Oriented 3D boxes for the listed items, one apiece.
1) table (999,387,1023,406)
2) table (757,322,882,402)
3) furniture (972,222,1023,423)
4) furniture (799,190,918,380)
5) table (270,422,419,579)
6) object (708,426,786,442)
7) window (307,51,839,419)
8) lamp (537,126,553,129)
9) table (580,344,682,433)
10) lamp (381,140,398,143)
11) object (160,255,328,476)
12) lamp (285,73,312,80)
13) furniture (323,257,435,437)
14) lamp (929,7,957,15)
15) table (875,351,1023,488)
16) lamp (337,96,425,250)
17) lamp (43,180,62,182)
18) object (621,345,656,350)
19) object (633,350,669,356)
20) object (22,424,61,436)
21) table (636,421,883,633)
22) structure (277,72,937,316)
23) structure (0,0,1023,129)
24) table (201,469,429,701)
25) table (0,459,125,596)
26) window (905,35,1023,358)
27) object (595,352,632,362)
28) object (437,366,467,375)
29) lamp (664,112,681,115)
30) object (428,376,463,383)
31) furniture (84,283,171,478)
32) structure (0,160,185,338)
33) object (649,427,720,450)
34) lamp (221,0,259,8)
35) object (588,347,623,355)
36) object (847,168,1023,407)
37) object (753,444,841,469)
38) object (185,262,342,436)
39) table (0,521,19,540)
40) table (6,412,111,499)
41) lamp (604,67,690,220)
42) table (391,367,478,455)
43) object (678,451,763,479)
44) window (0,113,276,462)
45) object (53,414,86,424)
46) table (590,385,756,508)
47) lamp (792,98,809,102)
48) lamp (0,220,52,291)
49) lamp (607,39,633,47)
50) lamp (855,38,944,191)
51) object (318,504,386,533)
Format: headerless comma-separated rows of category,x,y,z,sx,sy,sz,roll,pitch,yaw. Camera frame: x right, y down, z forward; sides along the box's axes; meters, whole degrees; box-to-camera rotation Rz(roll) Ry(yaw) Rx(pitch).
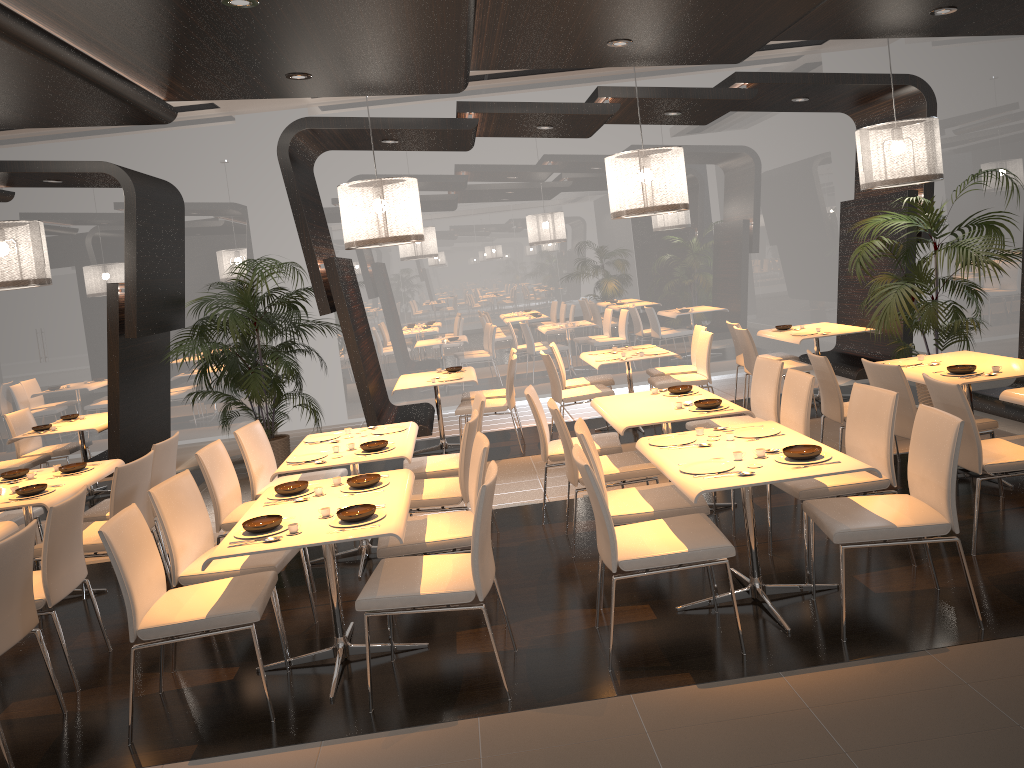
table,3.139,0.418,4.315,0.800,0.722,1.154,-7,6,-3
table,3.056,-0.181,8.809,0.800,0.722,1.154,-7,6,-3
furniture,3.680,-0.527,5.058,0.757,1.665,2.919,-7,7,-3
furniture,3.379,-0.996,8.781,0.757,1.667,1.410,-7,5,-3
table,-0.963,0.735,5.562,0.800,0.722,1.154,-7,6,-3
object,1.184,0.236,4.535,0.335,0.037,0.378,-9,8,-14
window,0.926,-1.867,10.854,6.582,3.963,0.070,-7,3,-4
lamp,0.315,-2.482,8.506,0.161,0.055,0.162,-8,7,-9
table,1.171,0.057,8.698,0.800,0.722,1.154,-7,6,-3
lamp,-1.163,-2.322,8.412,0.160,0.054,0.161,-6,7,2
object,-2.382,-0.144,8.317,1.563,2.050,1.511,-8,5,-10
lamp,-1.310,-1.901,5.423,0.160,0.050,0.161,-8,7,-9
furniture,-1.231,-0.410,8.493,0.757,1.667,1.410,-7,5,-3
lamp,2.768,-2.410,5.679,0.161,0.050,0.162,-6,7,2
table,3.003,0.233,5.799,0.800,0.722,1.154,-7,6,-3
lamp,-1.113,-2.046,6.919,0.625,1.921,0.631,-5,4,25
lamp,-4.272,-1.900,8.219,0.161,0.055,0.162,-8,7,-9
object,1.286,-0.386,9.035,0.335,0.037,0.378,-9,8,-14
object,1.313,-0.306,8.420,0.335,0.037,0.378,-9,8,-14
object,-4.241,0.404,8.016,0.303,0.044,0.367,-7,8,-4
table,1.132,0.671,4.199,0.800,0.722,1.154,-7,6,-3
structure,0.922,-1.886,8.569,5.936,1.720,1.409,-7,5,-4
structure,-1.119,-1.125,4.699,10.666,1.728,2.919,-7,7,-4
table,-0.825,0.920,4.077,0.800,0.722,1.154,-7,6,-3
table,-2.956,0.986,5.456,0.800,0.722,1.154,-7,6,-3
window,5.003,-1.860,7.235,0.070,3.956,6.622,-7,6,-3
object,0.958,-0.251,8.326,0.335,0.037,0.379,-8,8,-9
object,-0.610,-0.143,8.872,0.303,0.044,0.367,-7,8,-4
lamp,1.559,-2.640,8.584,0.161,0.055,0.162,-8,7,-9
object,-0.631,-0.059,8.297,0.335,0.037,0.378,-9,8,-14
furniture,-3.716,-0.095,8.338,0.757,1.667,1.410,-7,5,-3
structure,-6.173,-0.985,8.125,5.936,1.720,1.409,-7,5,-4
object,0.875,0.277,4.498,0.335,0.037,0.379,-8,8,-9
lamp,-1.207,-1.709,3.918,0.161,0.050,0.162,-6,7,2
object,0.945,-0.332,8.934,0.335,0.037,0.379,-8,8,-9
object,3.597,-0.727,7.387,1.502,2.050,1.573,-6,5,10
object,1.249,0.308,3.922,0.303,0.044,0.367,-7,8,-4
object,-2.674,-0.254,9.383,1.515,2.050,1.559,-11,6,-41
table,-2.846,1.176,3.955,0.800,0.722,1.154,-7,6,-3
table,-4.040,0.720,8.365,0.800,0.722,1.154,-7,6,-3
lamp,0.997,-2.314,7.051,0.625,1.921,0.631,-5,4,25
table,-0.702,0.294,8.592,0.800,0.722,1.154,-7,6,-3
object,0.917,0.355,3.886,0.335,0.037,0.379,-8,8,-9
window,-6.207,-0.961,10.408,6.582,3.963,0.070,-7,3,-4
object,-4.288,0.327,8.620,0.304,0.044,0.367,-8,8,-9
table,1.146,0.467,5.698,1.053,0.722,1.154,-7,6,-3
lamp,2.823,-2.801,8.663,0.161,0.055,0.162,-8,7,-9
lamp,-3.994,-1.680,6.739,0.630,1.921,0.626,-9,4,-31
lamp,0.676,-2.153,5.547,0.161,0.050,0.162,-6,7,2
lamp,3.075,-2.578,7.181,0.625,1.921,0.631,-5,4,29
object,-0.691,0.556,3.783,0.303,0.044,0.367,-7,8,-4
